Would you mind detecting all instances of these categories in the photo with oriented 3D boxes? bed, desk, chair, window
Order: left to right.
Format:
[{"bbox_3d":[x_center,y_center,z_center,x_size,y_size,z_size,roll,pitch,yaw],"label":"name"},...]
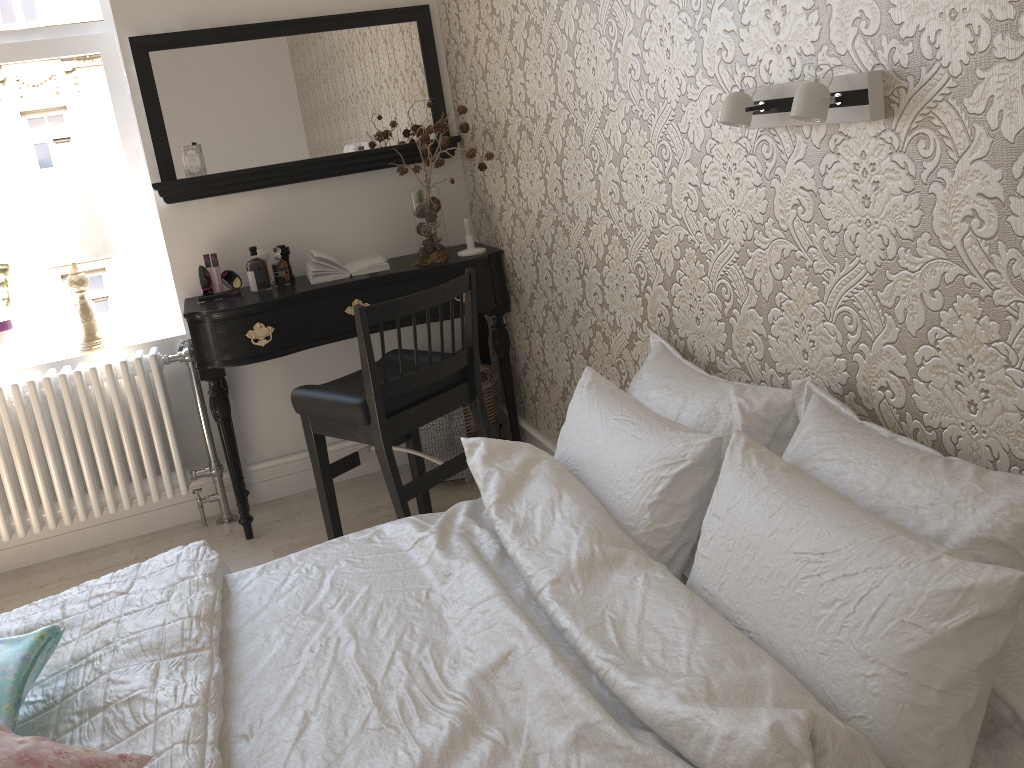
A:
[{"bbox_3d":[-1.835,-0.973,3.103,0.955,1.748,0.112,-13,12,-18],"label":"window"},{"bbox_3d":[-0.340,0.641,1.341,2.224,0.619,1.985,-14,17,-17],"label":"bed"},{"bbox_3d":[-0.529,0.005,3.215,1.112,0.807,0.442,-14,14,-17],"label":"desk"},{"bbox_3d":[-0.336,0.115,2.690,0.458,0.845,0.465,3,17,41],"label":"chair"}]

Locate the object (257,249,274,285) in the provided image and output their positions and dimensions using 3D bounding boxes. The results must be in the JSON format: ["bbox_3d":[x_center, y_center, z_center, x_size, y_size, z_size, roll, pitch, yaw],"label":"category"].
[{"bbox_3d":[-0.895,-0.416,3.170,0.057,0.131,0.059,-1,15,32],"label":"object"}]

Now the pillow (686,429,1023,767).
[{"bbox_3d":[0.425,0.300,1.213,0.203,0.302,0.573,-13,16,-17],"label":"pillow"}]

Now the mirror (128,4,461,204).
[{"bbox_3d":[-0.756,-1.019,3.179,1.125,0.561,0.067,-14,13,-17],"label":"mirror"}]

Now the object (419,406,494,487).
[{"bbox_3d":[-0.234,0.146,3.310,0.289,0.349,0.357,-3,15,21],"label":"object"}]

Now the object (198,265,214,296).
[{"bbox_3d":[-1.073,-0.359,3.087,0.030,0.118,0.056,-4,13,21],"label":"object"}]

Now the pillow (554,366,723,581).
[{"bbox_3d":[0.228,0.182,1.775,0.205,0.297,0.570,-13,16,-17],"label":"pillow"}]

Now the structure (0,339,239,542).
[{"bbox_3d":[-1.558,0.293,3.035,1.074,0.669,0.168,-14,13,-17],"label":"structure"}]

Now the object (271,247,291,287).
[{"bbox_3d":[-0.822,-0.415,3.120,0.054,0.136,0.055,-4,13,21],"label":"object"}]

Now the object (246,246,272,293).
[{"bbox_3d":[-0.888,-0.401,3.073,0.071,0.155,0.071,-14,13,-22],"label":"object"}]

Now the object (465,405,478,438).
[{"bbox_3d":[-0.291,0.131,3.327,0.369,0.326,0.308,-13,15,-16],"label":"object"}]

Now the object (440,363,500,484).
[{"bbox_3d":[-0.223,0.120,3.348,0.392,0.424,0.403,-5,14,14],"label":"object"}]

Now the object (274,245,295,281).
[{"bbox_3d":[-0.831,-0.440,3.218,0.057,0.131,0.059,-1,15,32],"label":"object"}]

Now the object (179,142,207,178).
[{"bbox_3d":[-1.116,-0.785,3.089,0.072,0.119,0.037,-12,12,-12],"label":"object"}]

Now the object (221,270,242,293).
[{"bbox_3d":[-1.000,-0.355,3.097,0.079,0.084,0.085,-3,15,22],"label":"object"}]

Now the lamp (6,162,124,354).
[{"bbox_3d":[-1.550,-0.435,3.112,0.340,0.640,0.348,-10,13,-5],"label":"lamp"}]

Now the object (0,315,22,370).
[{"bbox_3d":[-1.830,-0.335,3.048,0.158,0.566,0.158,-16,14,-31],"label":"object"}]

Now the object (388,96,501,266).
[{"bbox_3d":[-0.242,-0.708,3.071,0.543,0.587,0.323,4,18,42],"label":"object"}]

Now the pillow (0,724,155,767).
[{"bbox_3d":[-0.679,0.529,0.997,0.352,0.198,0.404,-5,16,15],"label":"pillow"}]

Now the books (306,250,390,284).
[{"bbox_3d":[-0.601,-0.444,3.176,0.280,0.094,0.230,-13,17,-15],"label":"books"}]

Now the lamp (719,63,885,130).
[{"bbox_3d":[0.438,-0.460,1.427,0.116,0.091,0.330,-13,17,-16],"label":"lamp"}]

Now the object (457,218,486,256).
[{"bbox_3d":[-0.155,-0.533,3.188,0.104,0.128,0.107,-5,14,17],"label":"object"}]

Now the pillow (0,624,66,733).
[{"bbox_3d":[-0.850,0.506,1.231,0.363,0.165,0.389,-12,16,-12],"label":"pillow"}]

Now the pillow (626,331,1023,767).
[{"bbox_3d":[0.433,0.185,1.541,0.312,0.347,1.274,-13,17,-16],"label":"pillow"}]
